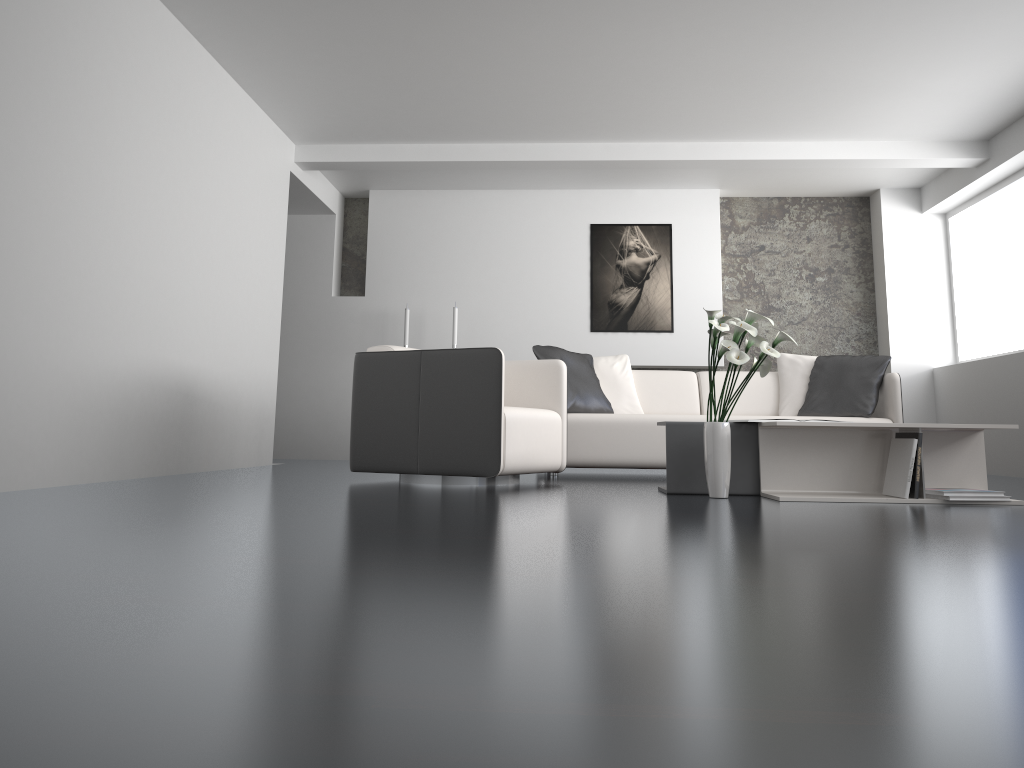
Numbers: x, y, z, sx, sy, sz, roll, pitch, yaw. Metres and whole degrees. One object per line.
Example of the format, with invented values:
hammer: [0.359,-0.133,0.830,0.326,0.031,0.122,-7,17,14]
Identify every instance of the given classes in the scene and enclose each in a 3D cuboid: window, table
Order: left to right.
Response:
table: [1.312,0.339,3.999,1.257,0.320,0.294,1,-7,2]
table: [1.559,0.325,3.680,0.968,0.320,0.294,1,-7,1]
window: [3.707,-1.062,3.880,0.110,1.453,7.937,0,-4,4]

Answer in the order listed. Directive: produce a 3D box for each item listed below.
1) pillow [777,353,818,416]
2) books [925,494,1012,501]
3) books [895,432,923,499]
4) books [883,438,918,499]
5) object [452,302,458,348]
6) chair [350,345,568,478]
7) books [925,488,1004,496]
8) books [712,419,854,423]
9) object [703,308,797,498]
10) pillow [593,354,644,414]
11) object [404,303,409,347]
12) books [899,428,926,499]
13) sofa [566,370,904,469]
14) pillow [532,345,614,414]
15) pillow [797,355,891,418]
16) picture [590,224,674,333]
pillow: [2.084,0.031,5.960,0.587,0.517,0.293,0,-8,7]
books: [1.842,0.458,3.587,0.263,0.017,0.210,1,-3,-6]
books: [1.634,0.334,3.645,0.050,0.268,0.230,1,-7,1]
books: [1.604,0.346,3.641,0.069,0.242,0.223,1,-7,2]
object: [-0.507,-0.025,7.643,0.180,1.422,0.176,0,-10,4]
chair: [-0.278,0.135,4.690,0.916,0.673,0.757,-2,-7,28]
books: [1.825,0.442,3.608,0.263,0.017,0.224,1,-3,-6]
books: [1.226,0.172,4.031,0.547,0.017,0.354,2,-3,-16]
object: [0.961,0.071,3.682,0.377,0.812,0.439,3,-9,-13]
pillow: [0.576,0.029,5.977,0.584,0.509,0.318,2,-8,-7]
object: [-0.947,-0.024,7.772,0.180,1.422,0.176,0,-10,4]
books: [1.664,0.325,3.664,0.007,0.289,0.202,1,-8,1]
sofa: [1.279,0.223,5.830,2.238,0.673,0.905,1,-6,1]
pillow: [0.413,-0.021,5.723,0.561,0.458,0.275,6,-10,-42]
pillow: [2.165,0.014,5.700,0.330,0.444,0.547,7,-9,-41]
picture: [1.087,-0.967,8.010,0.745,1.024,0.004,0,-10,4]
